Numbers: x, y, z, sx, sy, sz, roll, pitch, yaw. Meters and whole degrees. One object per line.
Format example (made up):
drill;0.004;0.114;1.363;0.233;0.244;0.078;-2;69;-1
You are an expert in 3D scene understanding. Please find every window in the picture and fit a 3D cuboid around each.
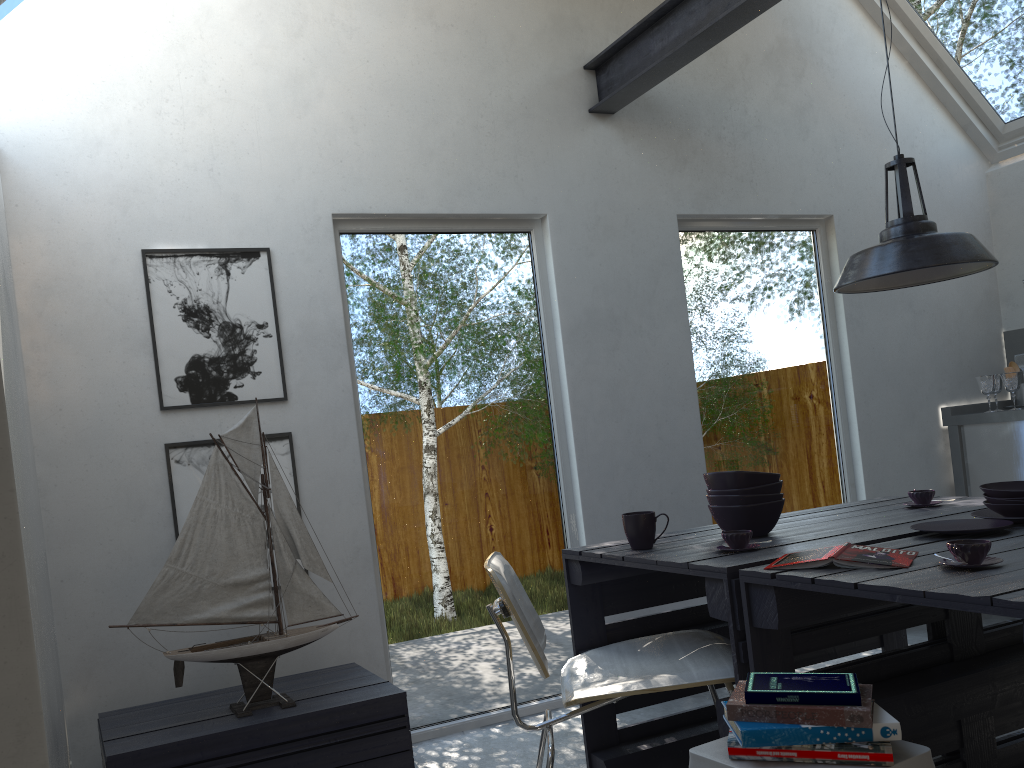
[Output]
window;2.227;-1.886;4.239;1.416;1.396;0.872;-5;-1;-24
window;-0.194;0.371;3.691;0.940;2.127;0.062;-6;0;-23
window;1.273;0.254;4.312;0.940;2.127;0.062;-6;0;-23

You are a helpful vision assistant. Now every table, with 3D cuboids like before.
table;1.249;0.796;2.440;1.435;0.796;1.684;-5;-3;-26
table;-0.841;1.245;2.859;0.884;0.415;0.550;-5;-3;-24

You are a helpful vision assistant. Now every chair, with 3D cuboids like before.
chair;0.338;0.894;2.597;0.785;0.819;0.686;-6;-1;5
chair;0.609;0.972;1.729;0.414;0.504;0.444;-5;-2;-31

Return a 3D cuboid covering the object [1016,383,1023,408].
object;2.731;0.058;4.624;0.111;0.132;0.103;-7;-1;16

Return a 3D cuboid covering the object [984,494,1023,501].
object;1.442;0.315;2.423;0.219;0.063;0.239;-5;-4;-21

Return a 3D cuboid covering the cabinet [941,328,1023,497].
cabinet;3.251;0.302;3.419;0.540;1.476;2.999;-6;-3;-28

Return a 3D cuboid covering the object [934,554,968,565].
object;0.947;0.384;1.901;0.028;0.013;0.132;-6;-4;-3

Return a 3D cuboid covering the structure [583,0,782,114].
structure;0.538;-1.349;3.627;0.129;0.208;2.654;-6;-4;-28

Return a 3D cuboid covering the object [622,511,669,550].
object;0.405;0.451;2.692;0.095;0.109;0.137;-5;-2;-35

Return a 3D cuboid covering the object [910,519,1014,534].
object;1.198;0.384;2.335;0.225;0.019;0.245;-5;-4;-21

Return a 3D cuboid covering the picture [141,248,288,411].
picture;-1.097;-0.210;3.242;0.450;0.583;0.027;-6;0;-23

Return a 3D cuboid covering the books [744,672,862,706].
books;0.576;0.606;1.741;0.214;0.025;0.137;-8;-4;22

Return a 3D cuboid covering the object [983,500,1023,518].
object;1.442;0.343;2.422;0.238;0.047;0.221;-7;-4;15

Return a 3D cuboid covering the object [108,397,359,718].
object;-0.889;0.544;2.780;0.754;0.990;0.147;-6;0;-23

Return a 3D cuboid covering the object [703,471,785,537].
object;0.732;0.370;2.744;0.204;0.214;0.203;-5;-2;-24

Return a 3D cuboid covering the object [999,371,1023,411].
object;2.538;0.037;4.431;0.098;0.192;0.099;-6;-1;-3

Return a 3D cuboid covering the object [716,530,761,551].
object;0.631;0.437;2.444;0.109;0.056;0.124;-4;-4;-38

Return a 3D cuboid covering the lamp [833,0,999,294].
lamp;1.136;-0.858;2.617;0.410;1.096;0.453;-6;0;-26

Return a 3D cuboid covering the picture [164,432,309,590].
picture;-1.015;0.490;3.246;0.450;0.583;0.027;-6;0;-23

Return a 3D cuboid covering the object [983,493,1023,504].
object;1.441;0.328;2.420;0.220;0.063;0.238;-5;-4;-21

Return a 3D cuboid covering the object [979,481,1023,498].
object;1.435;0.304;2.427;0.218;0.058;0.240;-4;-4;-26

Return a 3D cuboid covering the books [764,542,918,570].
books;0.790;0.412;2.103;0.324;0.030;0.210;-9;-4;33

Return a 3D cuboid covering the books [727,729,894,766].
books;0.587;0.701;1.740;0.298;0.035;0.189;-8;-4;22

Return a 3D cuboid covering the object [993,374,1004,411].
object;2.530;0.048;4.577;0.105;0.192;0.092;-7;-1;35

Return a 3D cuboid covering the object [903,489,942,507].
object;1.404;0.391;2.995;0.109;0.056;0.124;-4;-4;-38

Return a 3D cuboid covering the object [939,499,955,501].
object;1.447;0.403;2.999;0.141;0.013;0.026;-9;-4;41

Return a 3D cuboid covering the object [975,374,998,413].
object;2.439;0.051;4.478;0.093;0.192;0.104;-6;-1;-32

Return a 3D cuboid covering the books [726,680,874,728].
books;0.576;0.635;1.744;0.269;0.032;0.166;-8;-4;26

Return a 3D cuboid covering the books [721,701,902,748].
books;0.583;0.667;1.740;0.290;0.033;0.194;-7;-4;7

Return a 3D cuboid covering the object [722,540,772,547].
object;0.664;0.452;2.469;0.136;0.013;0.027;-7;-3;14

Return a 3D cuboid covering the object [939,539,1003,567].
object;0.979;0.362;1.871;0.112;0.056;0.120;-5;-3;-18

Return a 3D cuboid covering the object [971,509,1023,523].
object;1.447;0.363;2.422;0.301;0.024;0.291;-7;-4;6
